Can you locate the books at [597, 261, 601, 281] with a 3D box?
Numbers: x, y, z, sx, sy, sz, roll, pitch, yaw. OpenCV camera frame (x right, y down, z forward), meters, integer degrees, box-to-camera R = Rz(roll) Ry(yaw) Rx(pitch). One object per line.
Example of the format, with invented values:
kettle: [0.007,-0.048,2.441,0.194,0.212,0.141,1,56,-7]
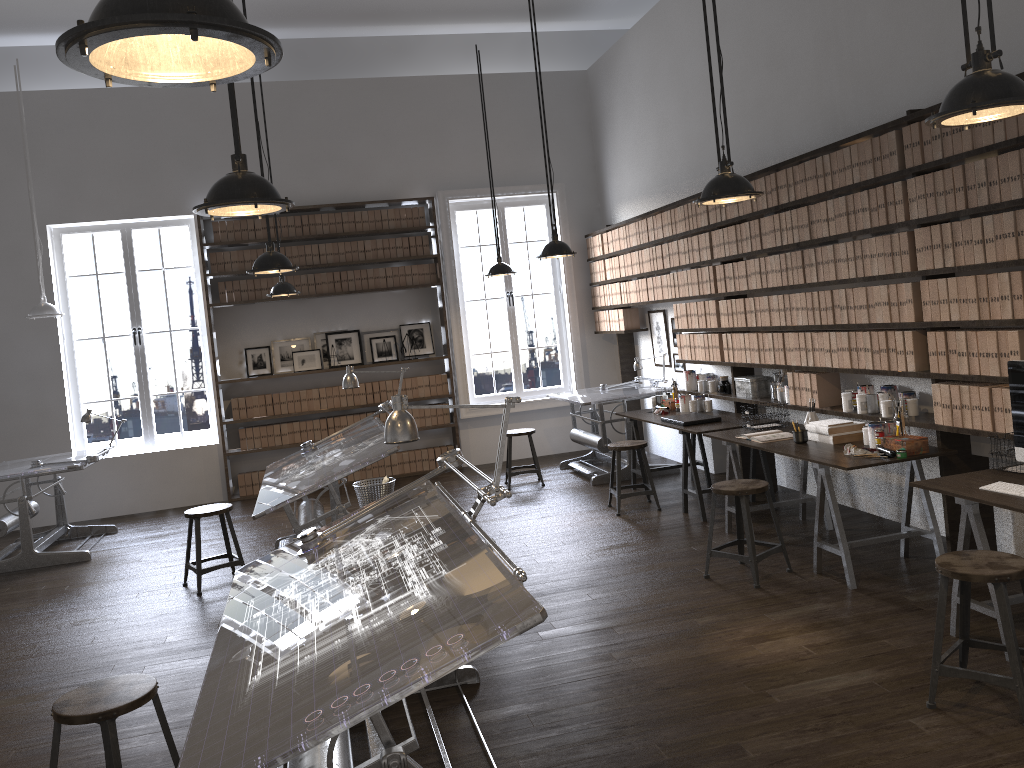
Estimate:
books: [1.034,-1.248,9.756,0.175,0.225,0.067,-6,2,-13]

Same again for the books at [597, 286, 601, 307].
books: [1.045,-0.981,9.842,0.174,0.225,0.067,-6,2,-13]

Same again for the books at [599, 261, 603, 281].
books: [1.055,-1.246,9.691,0.175,0.225,0.067,-6,2,-13]

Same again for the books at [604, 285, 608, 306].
books: [1.100,-0.971,9.629,0.175,0.225,0.067,-6,2,-13]

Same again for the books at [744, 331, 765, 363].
books: [1.851,-0.277,6.660,0.175,0.225,0.067,-6,2,-13]

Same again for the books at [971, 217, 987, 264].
books: [2.341,-0.703,4.308,0.175,0.225,0.067,-6,2,-13]

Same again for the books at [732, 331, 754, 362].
books: [1.807,-0.288,6.867,0.174,0.225,0.067,-6,2,-13]

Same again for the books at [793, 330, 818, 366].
books: [2.005,-0.243,5.989,0.175,0.225,0.067,-6,2,-13]

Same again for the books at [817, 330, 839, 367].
books: [2.075,-0.230,5.714,0.175,0.225,0.067,-6,2,-13]

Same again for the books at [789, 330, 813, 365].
books: [1.995,-0.247,6.052,0.175,0.225,0.067,-6,2,-13]

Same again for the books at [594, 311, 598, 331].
books: [1.032,-0.716,10.048,0.175,0.225,0.067,-6,2,-13]

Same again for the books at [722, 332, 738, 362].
books: [1.767,-0.294,7.004,0.175,0.225,0.067,-6,2,-13]

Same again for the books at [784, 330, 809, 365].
books: [1.982,-0.250,6.116,0.175,0.225,0.067,-6,2,-13]

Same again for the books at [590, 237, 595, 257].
books: [0.977,-1.531,9.884,0.174,0.225,0.067,-6,2,-13]

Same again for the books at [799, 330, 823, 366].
books: [2.021,-0.240,5.919,0.175,0.225,0.067,-6,2,-13]

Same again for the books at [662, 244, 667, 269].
books: [1.456,-1.155,7.984,0.175,0.225,0.067,-6,2,-13]

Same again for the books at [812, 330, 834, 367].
books: [2.061,-0.234,5.782,0.174,0.225,0.067,-6,2,-13]

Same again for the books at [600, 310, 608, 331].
books: [1.079,-0.705,9.838,0.175,0.225,0.067,-6,2,-13]

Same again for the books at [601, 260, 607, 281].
books: [1.072,-1.242,9.622,0.174,0.225,0.067,-6,2,-13]

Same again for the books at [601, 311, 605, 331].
books: [1.089,-0.702,9.776,0.175,0.225,0.067,-6,2,-13]

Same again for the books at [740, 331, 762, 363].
books: [1.833,-0.280,6.730,0.175,0.225,0.067,-6,2,-13]

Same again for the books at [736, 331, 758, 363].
books: [1.821,-0.284,6.799,0.175,0.225,0.067,-6,2,-13]

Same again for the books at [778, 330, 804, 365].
books: [1.960,-0.253,6.187,0.175,0.225,0.067,-6,2,-13]

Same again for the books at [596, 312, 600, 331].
books: [1.044,-0.712,9.974,0.175,0.225,0.067,-6,2,-13]

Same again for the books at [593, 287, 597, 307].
books: [1.017,-0.988,9.981,0.175,0.225,0.067,-6,2,-13]

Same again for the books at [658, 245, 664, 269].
books: [1.434,-1.158,8.056,0.175,0.225,0.067,-6,2,-13]

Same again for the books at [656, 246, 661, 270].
books: [1.422,-1.162,8.129,0.175,0.225,0.067,-6,2,-13]

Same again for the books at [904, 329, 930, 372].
books: [2.268,-0.188,4.880,0.175,0.225,0.067,-6,2,-13]

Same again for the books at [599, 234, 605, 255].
books: [1.042,-1.517,9.609,0.175,0.225,0.067,-6,2,-13]

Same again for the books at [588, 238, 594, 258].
books: [0.958,-1.534,9.954,0.175,0.225,0.067,-6,2,-13]

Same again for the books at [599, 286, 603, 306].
books: [1.066,-0.978,9.774,0.175,0.225,0.067,-6,2,-13]

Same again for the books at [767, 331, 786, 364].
books: [1.927,-0.260,6.329,0.174,0.225,0.067,-6,2,-13]

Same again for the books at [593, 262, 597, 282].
books: [1.008,-1.255,9.883,0.175,0.225,0.067,-6,2,-13]

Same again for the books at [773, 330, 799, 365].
books: [1.948,-0.258,6.261,0.175,0.225,0.067,-6,2,-13]

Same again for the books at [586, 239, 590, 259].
books: [0.941,-1.537,10.024,0.175,0.225,0.067,-6,2,-13]

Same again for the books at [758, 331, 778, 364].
books: [1.899,-0.268,6.468,0.175,0.225,0.067,-6,2,-13]

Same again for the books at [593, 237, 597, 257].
books: [0.997,-1.528,9.817,0.174,0.225,0.067,-6,2,-13]

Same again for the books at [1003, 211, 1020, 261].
books: [2.386,-0.693,4.111,0.175,0.225,0.067,-6,2,-13]

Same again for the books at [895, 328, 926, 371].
books: [2.248,-0.192,4.956,0.175,0.225,0.067,-6,2,-13]

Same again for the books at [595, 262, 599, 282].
books: [1.024,-1.252,9.822,0.175,0.225,0.067,-6,2,-13]

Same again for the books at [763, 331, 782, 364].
books: [1.915,-0.264,6.399,0.174,0.225,0.067,-6,2,-13]

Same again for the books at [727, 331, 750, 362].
books: [1.787,-0.291,6.934,0.174,0.225,0.067,-6,2,-13]

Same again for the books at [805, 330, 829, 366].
books: [2.041,-0.237,5.849,0.174,0.225,0.067,-6,2,-13]

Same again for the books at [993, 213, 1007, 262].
books: [2.375,-0.697,4.177,0.175,0.225,0.067,-6,2,-13]

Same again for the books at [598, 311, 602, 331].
books: [1.066,-0.709,9.903,0.175,0.225,0.067,-6,2,-13]

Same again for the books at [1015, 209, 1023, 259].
books: [2.407,-0.691,4.047,0.175,0.225,0.067,-6,2,-13]

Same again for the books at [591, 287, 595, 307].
books: [0.996,-0.991,10.045,0.175,0.225,0.067,-6,2,-13]

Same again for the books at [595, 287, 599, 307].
books: [1.033,-0.985,9.912,0.174,0.225,0.067,-6,2,-13]

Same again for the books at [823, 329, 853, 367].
books: [2.087,-0.226,5.644,0.175,0.225,0.067,-6,2,-13]

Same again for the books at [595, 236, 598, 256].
books: [1.011,-1.524,9.748,0.175,0.225,0.067,-6,2,-13]

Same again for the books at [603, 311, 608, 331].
books: [1.105,-0.698,9.705,0.175,0.225,0.067,-6,2,-13]

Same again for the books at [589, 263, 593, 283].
books: [0.977,-1.262,10.022,0.175,0.225,0.067,-6,2,-13]

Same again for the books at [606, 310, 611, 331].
books: [1.125,-0.695,9.636,0.174,0.225,0.067,-6,2,-13]

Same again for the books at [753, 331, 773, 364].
books: [1.878,-0.270,6.533,0.175,0.225,0.067,-6,2,-13]

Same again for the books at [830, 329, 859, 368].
books: [2.105,-0.223,5.574,0.175,0.225,0.067,-6,2,-13]

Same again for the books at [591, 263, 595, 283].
books: [0.989,-1.258,9.953,0.175,0.225,0.067,-6,2,-13]

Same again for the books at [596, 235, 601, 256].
books: [1.023,-1.520,9.679,0.175,0.225,0.067,-6,2,-13]

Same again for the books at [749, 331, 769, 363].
books: [1.867,-0.274,6.599,0.175,0.225,0.067,-6,2,-13]

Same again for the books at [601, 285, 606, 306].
books: [1.078,-0.974,9.700,0.175,0.225,0.067,-6,2,-13]
